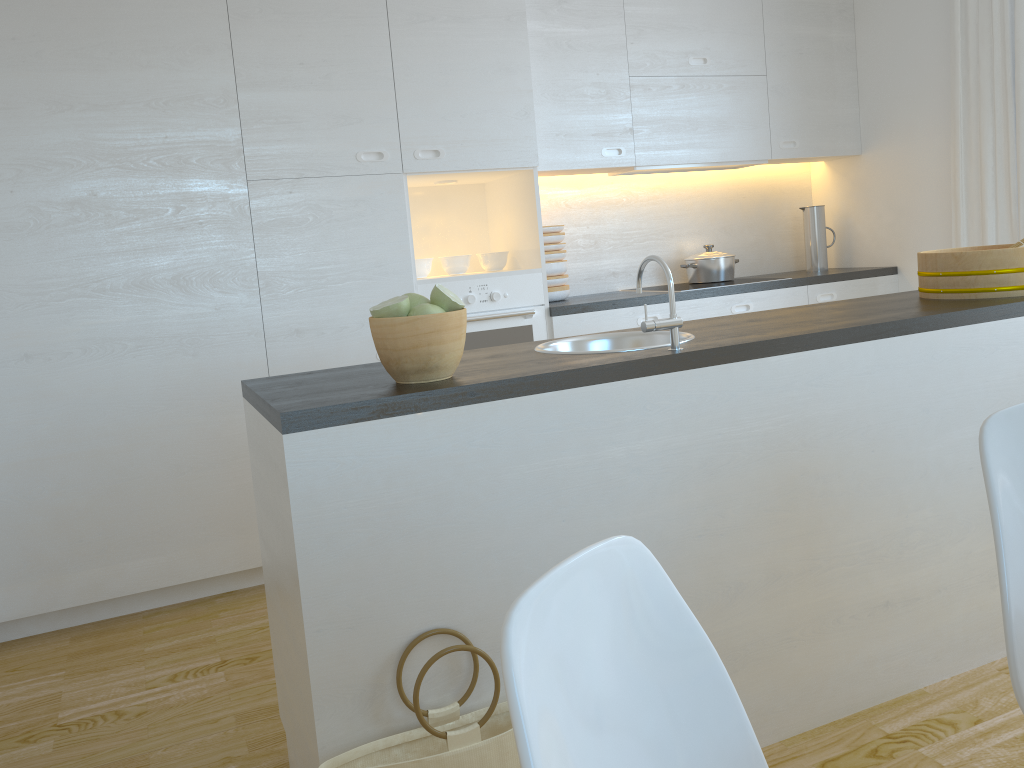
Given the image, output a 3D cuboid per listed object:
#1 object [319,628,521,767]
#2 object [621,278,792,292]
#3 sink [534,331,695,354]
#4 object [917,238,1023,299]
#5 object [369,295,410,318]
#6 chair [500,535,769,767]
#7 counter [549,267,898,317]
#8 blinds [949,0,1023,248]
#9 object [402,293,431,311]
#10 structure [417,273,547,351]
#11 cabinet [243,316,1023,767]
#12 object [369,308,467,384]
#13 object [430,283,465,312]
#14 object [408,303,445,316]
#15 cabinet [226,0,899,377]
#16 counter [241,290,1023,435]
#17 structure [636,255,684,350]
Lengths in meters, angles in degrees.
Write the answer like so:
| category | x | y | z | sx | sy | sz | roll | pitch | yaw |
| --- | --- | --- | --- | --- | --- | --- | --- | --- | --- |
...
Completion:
| category | x | y | z | sx | sy | sz | roll | pitch | yaw |
| --- | --- | --- | --- | --- | --- | --- | --- | --- | --- |
| object | 0.236 | 0.742 | 1.336 | 1.190 | 0.498 | 0.474 | 3 | 10 | 44 |
| object | 0.964 | -0.498 | 4.469 | 0.656 | 0.013 | 0.564 | -9 | 9 | -23 |
| sink | 0.265 | -0.033 | 2.250 | 0.404 | 0.156 | 0.407 | -2 | 8 | 19 |
| object | 1.457 | -0.382 | 2.673 | 0.429 | 0.213 | 0.381 | -4 | 8 | 5 |
| object | -0.252 | -0.147 | 1.829 | 0.084 | 0.065 | 0.086 | -6 | 7 | -11 |
| chair | 0.303 | 0.617 | 0.750 | 0.523 | 0.896 | 0.433 | -1 | 7 | 37 |
| counter | 0.964 | -0.479 | 4.466 | 2.006 | 0.040 | 0.603 | -9 | 9 | -23 |
| blinds | 2.156 | -1.245 | 3.775 | 0.150 | 2.148 | 0.797 | -7 | 6 | -23 |
| object | -0.206 | -0.148 | 1.907 | 0.102 | 0.098 | 0.087 | -5 | 6 | -2 |
| structure | -0.098 | -0.143 | 3.706 | 0.562 | 0.593 | 0.049 | -8 | 6 | -23 |
| cabinet | 0.603 | 0.343 | 2.378 | 2.407 | 0.905 | 0.602 | -9 | 7 | -23 |
| object | -0.192 | -0.080 | 1.866 | 0.205 | 0.141 | 0.207 | -1 | 8 | 28 |
| object | -0.137 | -0.180 | 1.882 | 0.074 | 0.071 | 0.078 | -5 | 7 | 2 |
| object | -0.172 | -0.125 | 1.835 | 0.081 | 0.085 | 0.098 | -1 | 8 | 32 |
| cabinet | 0.412 | -0.705 | 4.148 | 3.210 | 2.288 | 0.482 | -8 | 6 | -23 |
| counter | 0.561 | -0.126 | 2.338 | 2.407 | 0.040 | 0.603 | -9 | 9 | -23 |
| structure | 0.307 | -0.186 | 2.033 | 0.097 | 0.214 | 0.163 | -7 | 7 | -22 |
